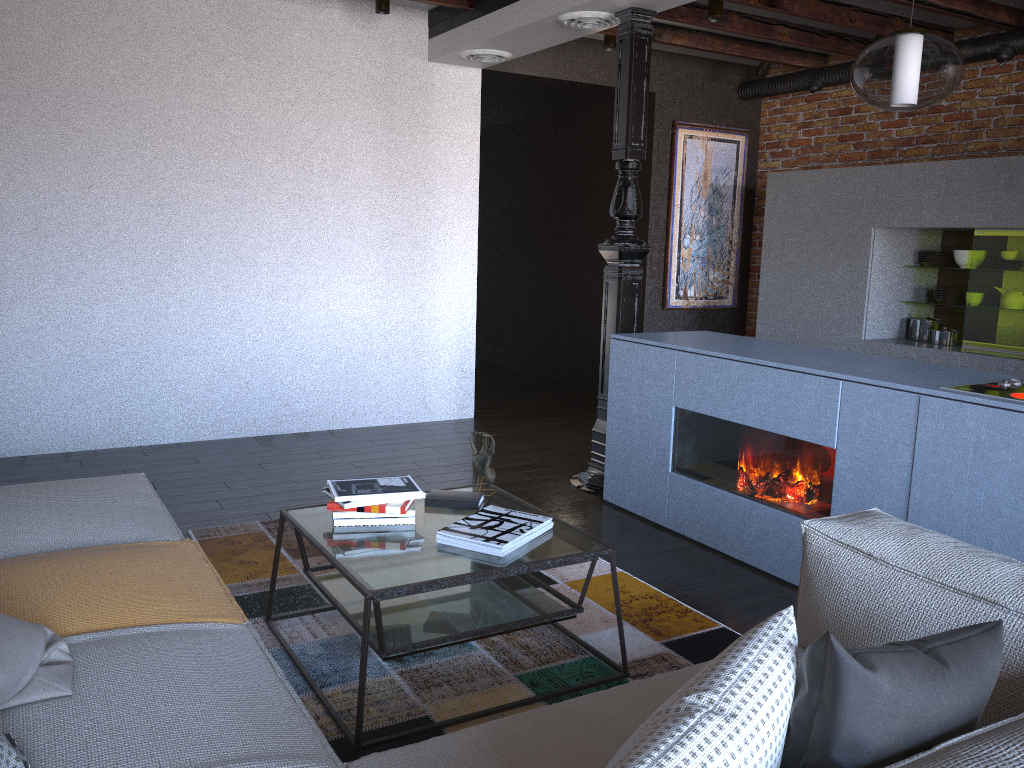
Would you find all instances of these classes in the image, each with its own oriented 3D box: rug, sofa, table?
[{"bbox_3d":[-0.191,0.767,3.148,1.431,0.013,2.362,-4,11,-30],"label":"rug"},{"bbox_3d":[-0.467,0.598,2.144,2.536,0.698,3.298,-4,11,-30],"label":"sofa"},{"bbox_3d":[-0.226,0.624,2.711,0.842,0.389,0.848,-4,11,-30],"label":"table"}]

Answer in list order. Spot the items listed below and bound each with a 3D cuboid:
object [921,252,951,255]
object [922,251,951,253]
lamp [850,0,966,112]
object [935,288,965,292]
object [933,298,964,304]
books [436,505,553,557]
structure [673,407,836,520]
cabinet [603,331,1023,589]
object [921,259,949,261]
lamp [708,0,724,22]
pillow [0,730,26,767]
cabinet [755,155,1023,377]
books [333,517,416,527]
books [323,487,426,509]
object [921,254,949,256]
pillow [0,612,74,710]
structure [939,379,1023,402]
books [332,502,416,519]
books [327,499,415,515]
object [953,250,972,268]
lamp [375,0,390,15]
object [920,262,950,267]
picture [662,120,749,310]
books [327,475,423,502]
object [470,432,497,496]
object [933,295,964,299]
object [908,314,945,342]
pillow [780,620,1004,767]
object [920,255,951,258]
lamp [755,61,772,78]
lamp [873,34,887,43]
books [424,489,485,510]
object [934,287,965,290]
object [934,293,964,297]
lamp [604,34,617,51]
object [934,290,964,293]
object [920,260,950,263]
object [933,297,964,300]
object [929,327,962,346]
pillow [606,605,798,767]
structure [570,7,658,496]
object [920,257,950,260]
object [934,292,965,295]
[{"bbox_3d":[2.772,-0.847,5.803,0.180,0.027,0.180,6,10,28],"label":"object"},{"bbox_3d":[2.772,-0.857,5.802,0.180,0.027,0.180,6,10,28],"label":"object"},{"bbox_3d":[1.360,-1.271,3.014,0.364,0.665,0.364,10,13,42],"label":"lamp"},{"bbox_3d":[2.828,-0.599,5.735,0.180,0.027,0.180,6,10,28],"label":"object"},{"bbox_3d":[2.826,-0.535,5.746,0.180,0.027,0.180,6,10,28],"label":"object"},{"bbox_3d":[-0.046,0.432,2.629,0.225,0.038,0.308,7,11,29],"label":"books"},{"bbox_3d":[1.085,0.333,3.653,0.332,0.395,0.943,-4,11,-30],"label":"structure"},{"bbox_3d":[1.466,0.382,3.235,0.607,0.845,2.958,-4,11,-30],"label":"cabinet"},{"bbox_3d":[2.770,-0.804,5.811,0.180,0.027,0.180,6,10,28],"label":"object"},{"bbox_3d":[1.131,-2.137,4.968,0.121,0.184,0.082,-6,12,-38],"label":"lamp"},{"bbox_3d":[-0.906,0.488,1.298,0.293,0.355,0.495,-8,13,-44],"label":"pillow"},{"bbox_3d":[3.166,-0.332,4.927,0.713,1.810,4.170,-4,11,-30],"label":"cabinet"},{"bbox_3d":[-0.434,0.401,2.785,0.247,0.024,0.209,0,9,-11],"label":"books"},{"bbox_3d":[-0.431,0.340,2.772,0.268,0.014,0.196,-4,11,-31],"label":"books"},{"bbox_3d":[2.771,-0.836,5.805,0.180,0.027,0.180,6,10,28],"label":"object"},{"bbox_3d":[-1.033,0.457,1.650,0.485,0.314,0.358,4,10,12],"label":"pillow"},{"bbox_3d":[1.785,0.066,2.659,0.504,0.057,0.763,-4,11,-30],"label":"structure"},{"bbox_3d":[-0.435,0.378,2.781,0.251,0.023,0.209,0,9,-11],"label":"books"},{"bbox_3d":[-0.431,0.361,2.754,0.239,0.023,0.190,2,9,4],"label":"books"},{"bbox_3d":[2.894,-0.789,5.612,0.191,0.113,0.191,-2,10,-22],"label":"object"},{"bbox_3d":[-0.751,-2.200,5.025,0.120,0.184,0.082,4,10,11],"label":"lamp"},{"bbox_3d":[2.770,-0.783,5.814,0.180,0.027,0.180,6,10,28],"label":"object"},{"bbox_3d":[1.566,-1.340,7.180,0.780,1.472,0.067,-4,11,-30],"label":"picture"},{"bbox_3d":[-0.431,0.325,2.769,0.268,0.014,0.196,-2,10,-19],"label":"books"},{"bbox_3d":[-0.103,0.267,3.043,0.099,0.223,0.093,3,10,9],"label":"object"},{"bbox_3d":[2.827,-0.557,5.742,0.180,0.027,0.180,6,10,28],"label":"object"},{"bbox_3d":[2.712,-0.371,5.820,0.193,0.178,0.208,4,10,12],"label":"object"},{"bbox_3d":[0.525,0.502,1.318,0.538,0.417,0.238,-6,12,-40],"label":"pillow"},{"bbox_3d":[2.771,-0.826,5.807,0.180,0.027,0.180,6,10,28],"label":"object"},{"bbox_3d":[1.858,-2.356,6.523,0.130,0.207,0.091,7,11,31],"label":"lamp"},{"bbox_3d":[2.360,-2.208,5.675,0.116,0.201,0.087,7,11,28],"label":"lamp"},{"bbox_3d":[-0.189,0.379,2.943,0.182,0.029,0.129,3,9,7],"label":"books"},{"bbox_3d":[2.828,-0.609,5.733,0.180,0.027,0.180,6,10,28],"label":"object"},{"bbox_3d":[2.827,-0.567,5.740,0.180,0.027,0.180,6,10,28],"label":"object"},{"bbox_3d":[0.632,-2.288,5.811,0.113,0.184,0.082,6,10,24],"label":"lamp"},{"bbox_3d":[2.828,-0.589,5.737,0.180,0.027,0.180,6,10,28],"label":"object"},{"bbox_3d":[2.770,-0.794,5.812,0.180,0.027,0.180,6,10,28],"label":"object"},{"bbox_3d":[2.826,-0.546,5.744,0.180,0.027,0.180,6,10,28],"label":"object"},{"bbox_3d":[2.732,-0.303,5.600,0.159,0.117,0.172,4,9,12],"label":"object"},{"bbox_3d":[0.220,0.530,1.174,0.250,0.402,0.543,10,12,41],"label":"pillow"},{"bbox_3d":[-2.037,-0.233,1.539,0.481,2.396,8.509,10,12,40],"label":"structure"},{"bbox_3d":[2.771,-0.815,5.809,0.180,0.027,0.180,6,10,28],"label":"object"},{"bbox_3d":[2.827,-0.578,5.739,0.180,0.027,0.180,6,10,28],"label":"object"}]
